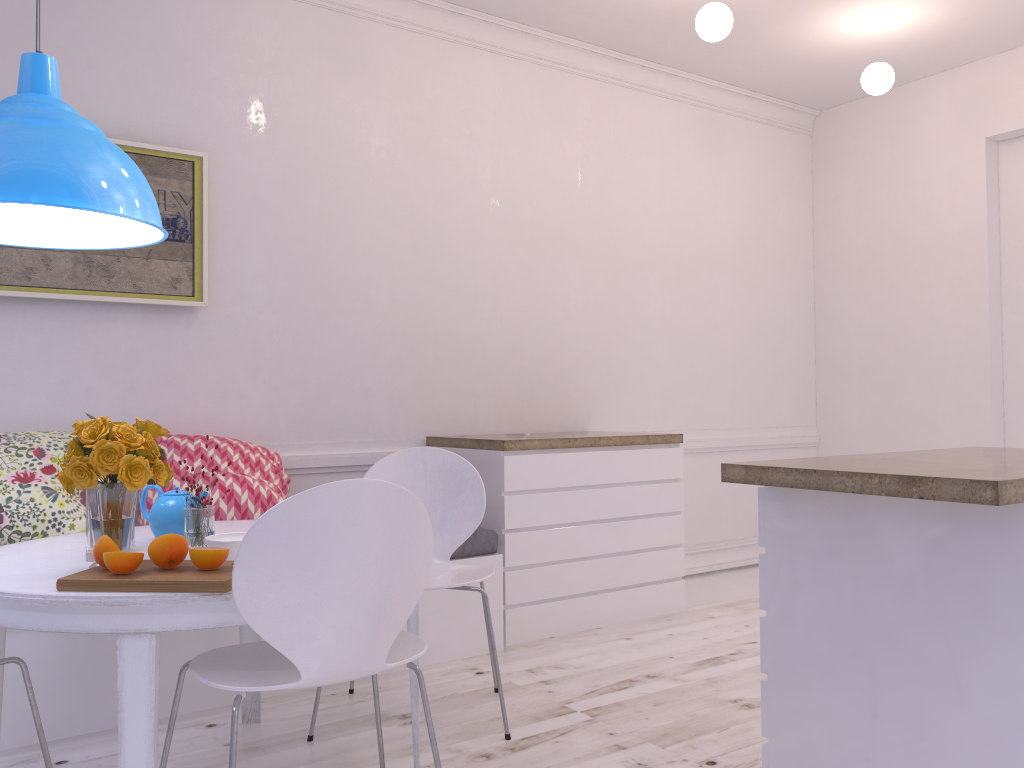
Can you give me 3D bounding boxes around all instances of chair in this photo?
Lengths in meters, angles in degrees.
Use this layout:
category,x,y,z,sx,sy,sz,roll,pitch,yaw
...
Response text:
category,x,y,z,sx,sy,sz,roll,pitch,yaw
chair,-1.317,0.621,1.816,0.483,0.845,0.604,-1,-1,11
chair,-0.307,0.636,2.864,0.604,0.845,0.483,-1,-1,0
chair,-0.441,0.616,1.943,0.604,0.845,0.483,0,-2,-35

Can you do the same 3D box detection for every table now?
category,x,y,z,sx,sy,sz,roll,pitch,yaw
table,-0.774,0.733,2.253,1.140,0.629,1.140,0,-1,-6

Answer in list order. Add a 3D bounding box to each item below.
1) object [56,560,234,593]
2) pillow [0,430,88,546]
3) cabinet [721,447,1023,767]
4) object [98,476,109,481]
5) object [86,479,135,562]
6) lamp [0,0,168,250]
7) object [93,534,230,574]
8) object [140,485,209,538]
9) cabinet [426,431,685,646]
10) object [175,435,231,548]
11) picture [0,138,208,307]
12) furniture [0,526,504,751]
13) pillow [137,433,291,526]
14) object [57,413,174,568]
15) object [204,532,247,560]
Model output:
category,x,y,z,sx,sy,sz,roll,pitch,yaw
object,-0.713,0.396,1.835,0.347,0.024,0.224,-1,-1,5
pillow,-1.696,0.386,3.022,0.592,0.447,0.509,0,-2,-30
cabinet,1.171,0.607,2.184,1.167,0.842,0.654,0,-2,-35
object,-1.003,0.286,2.228,0.116,0.267,0.094,0,-1,-8
object,-0.963,0.324,2.125,0.122,0.186,0.101,0,-1,-5
lamp,-1.122,-1.337,2.108,0.568,1.948,0.568,0,-1,-1
object,-0.728,0.347,1.815,0.285,0.075,0.129,-1,-1,1
object,-0.905,0.346,2.378,0.150,0.151,0.156,0,-2,-31
cabinet,0.210,0.664,4.203,1.036,0.842,0.654,0,-2,-35
object,-0.789,0.275,2.258,0.128,0.287,0.128,0,-2,-33
picture,-1.641,-0.630,3.337,0.971,0.629,0.020,0,-2,-35
furniture,-1.580,0.816,2.906,3.296,0.508,0.769,0,-2,-35
pillow,-1.132,0.395,3.410,0.587,0.424,0.491,0,-2,-32
object,-0.885,0.238,1.998,0.234,0.351,0.235,-1,-1,20
object,-0.653,0.387,2.104,0.147,0.052,0.147,-1,-1,8
